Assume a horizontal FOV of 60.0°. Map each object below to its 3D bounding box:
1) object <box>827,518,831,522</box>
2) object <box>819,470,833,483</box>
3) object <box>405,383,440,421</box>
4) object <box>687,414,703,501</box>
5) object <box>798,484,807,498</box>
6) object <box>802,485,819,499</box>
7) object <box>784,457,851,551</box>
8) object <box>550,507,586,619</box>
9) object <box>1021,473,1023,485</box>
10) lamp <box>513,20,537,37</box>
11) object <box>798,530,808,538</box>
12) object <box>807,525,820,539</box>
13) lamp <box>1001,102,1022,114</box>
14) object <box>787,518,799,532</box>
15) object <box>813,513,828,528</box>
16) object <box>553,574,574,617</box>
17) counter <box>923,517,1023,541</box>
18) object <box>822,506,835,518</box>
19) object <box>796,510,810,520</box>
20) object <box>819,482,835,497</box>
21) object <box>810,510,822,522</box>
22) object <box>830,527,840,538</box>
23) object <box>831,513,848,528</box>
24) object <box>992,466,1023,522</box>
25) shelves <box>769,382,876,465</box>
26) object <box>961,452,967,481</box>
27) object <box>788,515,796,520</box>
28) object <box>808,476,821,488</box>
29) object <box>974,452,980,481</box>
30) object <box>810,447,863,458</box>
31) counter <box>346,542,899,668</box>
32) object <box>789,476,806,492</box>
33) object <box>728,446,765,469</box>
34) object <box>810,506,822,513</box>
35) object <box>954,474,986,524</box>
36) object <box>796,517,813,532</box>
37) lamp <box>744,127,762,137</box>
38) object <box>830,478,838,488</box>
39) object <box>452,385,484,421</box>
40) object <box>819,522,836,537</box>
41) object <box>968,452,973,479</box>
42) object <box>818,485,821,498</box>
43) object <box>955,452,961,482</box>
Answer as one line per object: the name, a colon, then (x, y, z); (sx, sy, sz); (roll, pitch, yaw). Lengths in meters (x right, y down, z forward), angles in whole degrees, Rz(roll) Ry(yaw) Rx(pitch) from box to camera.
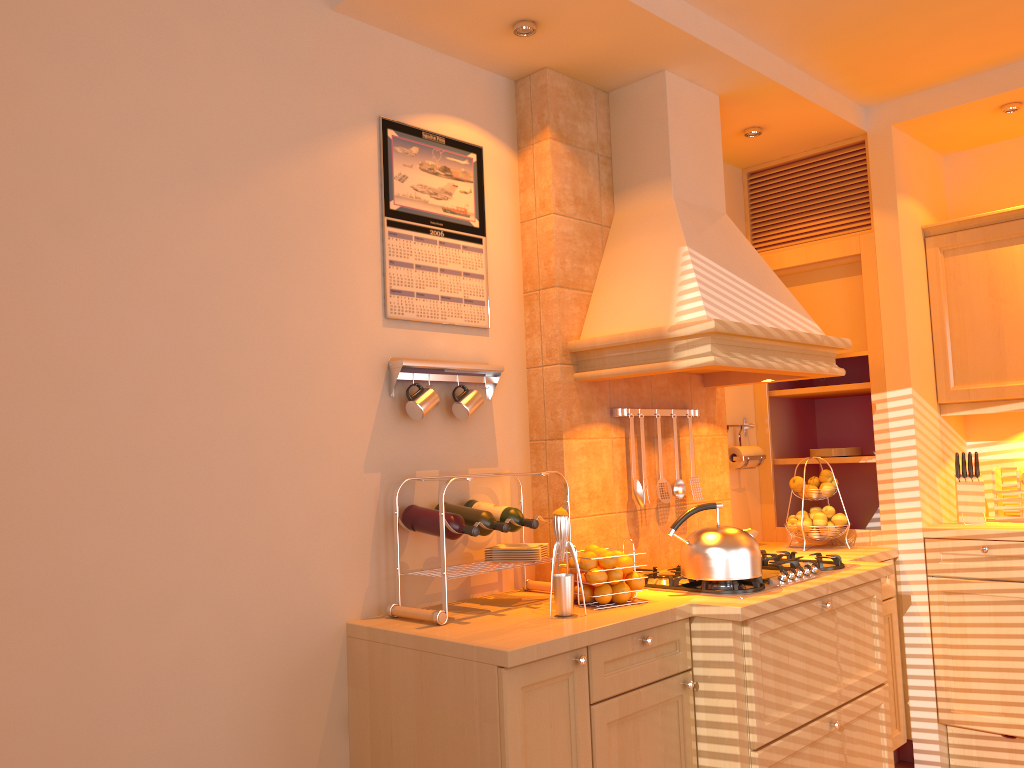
object: (1.305, 0.557, 3.673); (0.057, 0.059, 0.058); (-3, -5, 8)
object: (1.295, 0.382, 3.658); (0.055, 0.059, 0.058); (-2, -5, 1)
object: (-0.260, 0.051, 2.579); (0.066, 0.111, 0.103); (-6, -6, 38)
object: (0.678, 0.273, 3.304); (0.020, 0.323, 0.061); (-7, -6, 44)
object: (1.225, 0.447, 3.708); (0.057, 0.056, 0.051); (-3, -5, 4)
object: (1.229, 0.443, 3.650); (0.064, 0.058, 0.063); (-3, -5, 11)
object: (1.257, 0.490, 3.671); (0.265, 0.376, 0.265); (-3, -5, 4)
object: (0.126, 0.474, 2.371); (0.101, 0.288, 0.088); (-7, -6, 44)
object: (2.097, 0.454, 3.593); (0.042, 0.192, 0.040); (-3, -5, 5)
lamp: (0.039, -1.071, 2.679); (0.070, 0.021, 0.070); (-5, -5, 28)
object: (1.206, 0.614, 3.668); (0.046, 0.043, 0.047); (-3, -5, 5)
object: (1.232, 0.606, 3.623); (0.052, 0.056, 0.057); (-3, -5, 7)
lamp: (1.964, -1.084, 3.487); (0.070, 0.021, 0.070); (-3, -5, 5)
object: (1.163, 0.584, 3.661); (0.056, 0.057, 0.053); (-4, -5, 21)
object: (1.237, 0.548, 3.561); (0.056, 0.063, 0.065); (-4, -5, 20)
object: (0.139, 0.565, 2.374); (0.060, 0.106, 0.060); (-3, -5, 12)
counter: (2.477, 0.521, 3.098); (1.800, 0.038, 0.600); (-7, -6, 44)
object: (1.291, 0.522, 3.614); (0.049, 0.052, 0.050); (1, -6, -38)
object: (1.200, 0.550, 3.656); (0.055, 0.058, 0.056); (-2, -5, -10)
object: (1.294, 0.433, 3.642); (0.064, 0.063, 0.063); (0, -5, -29)
object: (1.247, 0.544, 3.616); (0.063, 0.061, 0.063); (-4, -5, 18)
object: (1.312, 0.599, 3.637); (0.063, 0.061, 0.064); (-4, -5, 23)
object: (1.327, 0.552, 3.592); (0.063, 0.060, 0.064); (0, -5, -30)
object: (2.099, 0.451, 3.644); (0.200, 0.221, 0.103); (-7, -7, 44)
shelves: (1.549, 0.369, 4.034); (0.600, 0.702, 0.582); (-7, -6, 44)
object: (1.858, 0.412, 3.635); (0.019, 0.265, 0.038); (-5, -5, 27)
object: (1.191, 0.577, 3.750); (0.046, 0.047, 0.044); (0, -5, -25)
object: (1.257, 0.410, 3.688); (0.050, 0.051, 0.051); (-1, -5, -21)
object: (1.903, 0.409, 3.620); (0.019, 0.265, 0.037); (-5, -5, 27)
object: (1.439, 0.304, 3.935); (0.222, 0.039, 0.222); (0, -5, -28)
counter: (0.616, 0.663, 2.927); (0.770, 0.038, 2.250); (-7, -6, 44)
object: (1.186, 0.415, 3.682); (0.061, 0.064, 0.063); (1, -6, -36)
object: (0.996, 0.314, 3.800); (0.186, 0.094, 0.096); (2, -7, -45)
object: (1.259, 0.529, 3.669); (0.051, 0.048, 0.050); (-1, -5, -12)
object: (1.880, 0.470, 3.638); (0.100, 0.200, 0.070); (-4, -5, 18)
object: (1.188, 0.570, 3.600); (0.063, 0.063, 0.063); (1, -6, -34)
lamp: (0.989, -1.032, 3.640); (0.070, 0.021, 0.070); (-5, -5, 28)
object: (1.326, 0.412, 3.686); (0.058, 0.060, 0.057); (0, -5, -24)
object: (-0.135, 0.056, 2.706); (0.066, 0.111, 0.103); (-6, -6, 38)
object: (1.274, 0.587, 3.583); (0.064, 0.062, 0.064); (-5, -5, 32)
object: (1.881, 0.411, 3.627); (0.019, 0.265, 0.038); (-5, -5, 27)
object: (1.285, 0.445, 3.703); (0.058, 0.059, 0.058); (-1, -5, -14)
object: (1.837, 0.413, 3.641); (0.019, 0.265, 0.037); (-3, -5, 9)
